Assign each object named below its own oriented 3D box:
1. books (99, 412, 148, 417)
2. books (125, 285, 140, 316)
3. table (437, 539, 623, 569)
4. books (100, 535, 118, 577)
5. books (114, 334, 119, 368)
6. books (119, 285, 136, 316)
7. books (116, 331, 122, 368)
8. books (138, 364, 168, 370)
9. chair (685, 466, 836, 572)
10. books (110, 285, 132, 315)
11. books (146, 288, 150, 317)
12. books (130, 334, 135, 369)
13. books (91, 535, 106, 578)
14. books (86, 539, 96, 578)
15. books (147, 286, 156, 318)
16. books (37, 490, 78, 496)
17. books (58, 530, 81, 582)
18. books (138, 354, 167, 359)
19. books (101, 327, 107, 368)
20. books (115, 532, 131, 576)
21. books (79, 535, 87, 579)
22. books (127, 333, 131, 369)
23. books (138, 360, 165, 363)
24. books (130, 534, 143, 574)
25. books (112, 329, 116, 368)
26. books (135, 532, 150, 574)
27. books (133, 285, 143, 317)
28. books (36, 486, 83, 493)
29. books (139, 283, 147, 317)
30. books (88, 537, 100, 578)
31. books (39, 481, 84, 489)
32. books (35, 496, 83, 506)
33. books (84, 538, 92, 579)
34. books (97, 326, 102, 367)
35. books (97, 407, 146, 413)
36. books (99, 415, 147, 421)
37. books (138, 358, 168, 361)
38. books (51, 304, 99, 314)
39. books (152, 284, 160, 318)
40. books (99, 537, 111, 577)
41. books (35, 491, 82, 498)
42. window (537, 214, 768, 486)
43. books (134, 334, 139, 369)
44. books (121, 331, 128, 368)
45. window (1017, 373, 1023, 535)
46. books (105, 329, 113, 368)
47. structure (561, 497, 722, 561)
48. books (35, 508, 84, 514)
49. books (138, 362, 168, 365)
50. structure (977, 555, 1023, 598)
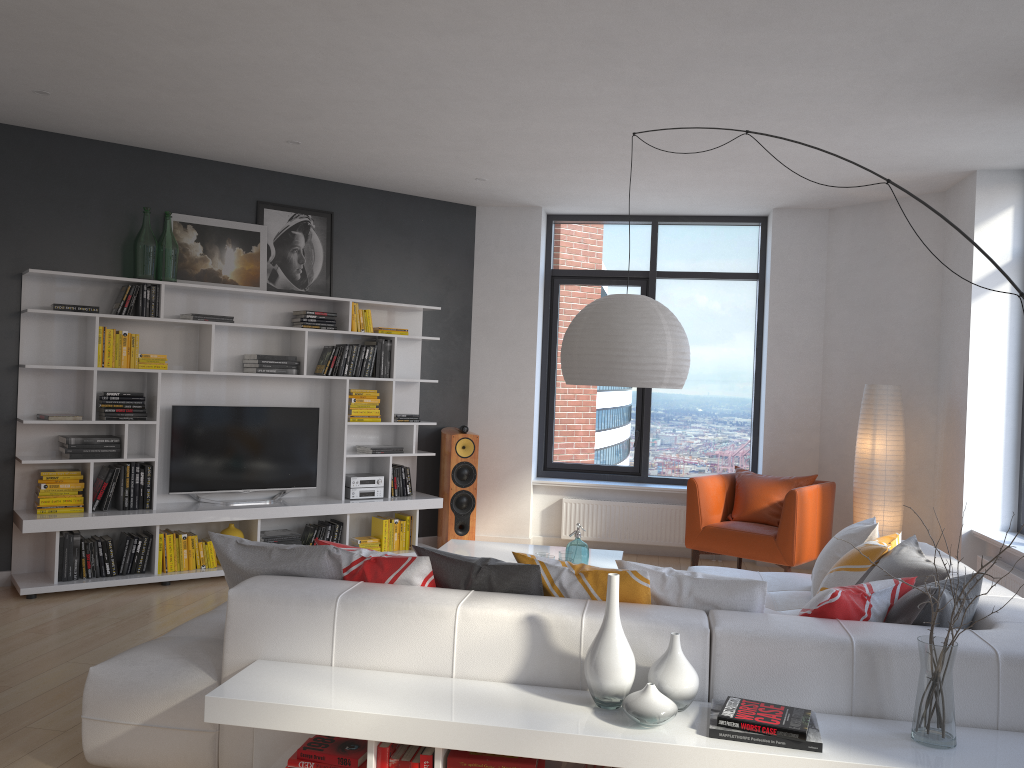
[{"bbox_3d":[-2.636,0.205,6.009,0.270,0.025,0.189,2,0,-37],"label":"books"},{"bbox_3d":[-2.590,-0.561,6.020,0.074,0.212,0.154,2,0,-37],"label":"books"},{"bbox_3d":[0.055,1.227,5.036,1.091,0.435,1.091,2,0,9],"label":"table"},{"bbox_3d":[-2.681,1.141,5.900,0.083,0.249,0.191,2,0,-36],"label":"books"},{"bbox_3d":[-2.675,-0.221,5.965,0.024,0.229,0.156,2,0,-36],"label":"books"},{"bbox_3d":[-2.621,-0.562,6.014,0.087,0.214,0.171,2,0,-35],"label":"books"},{"bbox_3d":[-2.668,-0.233,5.993,0.019,0.251,0.180,2,0,-36],"label":"books"},{"bbox_3d":[-2.490,-0.118,6.107,0.190,0.033,0.147,2,0,-36],"label":"books"},{"bbox_3d":[1.906,1.091,6.731,0.896,0.858,0.843,2,0,41],"label":"chair"},{"bbox_3d":[-2.644,-0.563,5.990,0.096,0.213,0.166,2,0,-37],"label":"books"},{"bbox_3d":[-2.513,-0.552,6.078,0.021,0.200,0.147,2,0,-36],"label":"books"},{"bbox_3d":[-2.601,-0.222,6.037,0.024,0.234,0.172,2,0,-36],"label":"books"},{"bbox_3d":[-2.736,1.137,5.866,0.066,0.255,0.193,2,0,-36],"label":"books"},{"bbox_3d":[-2.775,1.145,5.833,0.049,0.236,0.170,2,0,-35],"label":"books"},{"bbox_3d":[-2.489,-0.560,6.096,0.038,0.218,0.169,2,0,-36],"label":"books"},{"bbox_3d":[-2.977,0.709,5.809,0.228,0.024,0.152,2,0,-32],"label":"books"},{"bbox_3d":[-2.901,1.101,5.760,0.128,0.321,0.259,2,0,-36],"label":"books"},{"bbox_3d":[-2.496,-0.191,6.115,0.186,0.026,0.138,2,0,-36],"label":"books"},{"bbox_3d":[-2.751,-0.246,5.928,0.025,0.270,0.213,2,0,-36],"label":"books"},{"bbox_3d":[-2.627,1.138,5.964,0.066,0.260,0.197,2,0,-36],"label":"books"},{"bbox_3d":[-2.826,1.126,5.809,0.053,0.268,0.202,2,0,-36],"label":"books"},{"bbox_3d":[-2.623,-0.226,6.025,0.023,0.239,0.169,2,0,-36],"label":"books"},{"bbox_3d":[-2.483,-0.154,6.092,0.169,0.018,0.113,2,0,-34],"label":"books"},{"bbox_3d":[-2.559,1.148,5.993,0.071,0.243,0.179,2,0,-37],"label":"books"},{"bbox_3d":[-2.702,-0.239,5.972,0.015,0.263,0.199,2,0,-36],"label":"books"},{"bbox_3d":[-2.535,1.146,6.025,0.084,0.249,0.191,2,0,-36],"label":"books"},{"bbox_3d":[-2.552,-0.562,6.050,0.021,0.221,0.156,2,0,-36],"label":"books"},{"bbox_3d":[-2.976,0.688,5.831,0.251,0.019,0.180,2,0,-36],"label":"books"},{"bbox_3d":[-2.535,-0.568,6.068,0.025,0.232,0.176,2,0,-36],"label":"books"},{"bbox_3d":[-2.753,1.142,5.840,0.050,0.242,0.169,2,0,-36],"label":"books"},{"bbox_3d":[-2.965,0.661,5.836,0.250,0.035,0.185,2,0,-33],"label":"books"},{"bbox_3d":[-2.972,0.757,5.822,0.255,0.044,0.198,2,0,-36],"label":"books"},{"bbox_3d":[-2.799,1.143,5.825,0.053,0.240,0.189,2,0,-35],"label":"books"},{"bbox_3d":[-2.767,-0.246,5.905,0.029,0.270,0.204,2,0,-36],"label":"books"},{"bbox_3d":[-2.651,0.176,6.020,0.266,0.030,0.209,2,0,-37],"label":"books"},{"bbox_3d":[-2.637,0.230,6.007,0.263,0.026,0.189,2,0,-37],"label":"books"},{"bbox_3d":[-2.486,-0.170,6.107,0.187,0.014,0.134,2,0,-36],"label":"books"},{"bbox_3d":[-2.867,-0.489,5.814,0.268,0.046,0.208,2,0,-32],"label":"books"},{"bbox_3d":[-2.462,-0.565,6.107,0.019,0.230,0.174,2,0,-36],"label":"books"},{"bbox_3d":[-2.707,1.144,5.877,0.066,0.242,0.177,2,0,-36],"label":"books"},{"bbox_3d":[-2.982,0.727,5.832,0.263,0.015,0.198,2,0,-33],"label":"books"},{"bbox_3d":[1.248,-0.310,8.019,1.960,2.402,0.170,2,0,9],"label":"window"},{"bbox_3d":[-2.582,-0.222,6.055,0.024,0.234,0.172,2,0,-36],"label":"books"},{"bbox_3d":[-2.645,-0.232,6.007,0.035,0.250,0.185,2,0,-36],"label":"books"},{"bbox_3d":[3.369,-0.216,5.213,0.170,2.402,1.310,2,0,9],"label":"window"},{"bbox_3d":[-2.725,-0.238,5.952,0.044,0.255,0.198,2,0,-36],"label":"books"},{"bbox_3d":[1.163,1.259,7.694,1.474,0.460,0.110,2,0,9],"label":"structure"},{"bbox_3d":[-2.965,0.819,5.812,0.270,0.029,0.204,2,0,-31],"label":"books"},{"bbox_3d":[-2.491,-0.141,6.111,0.196,0.011,0.148,2,0,-36],"label":"books"},{"bbox_3d":[2.977,1.340,5.242,0.110,0.460,1.015,2,0,9],"label":"structure"}]
